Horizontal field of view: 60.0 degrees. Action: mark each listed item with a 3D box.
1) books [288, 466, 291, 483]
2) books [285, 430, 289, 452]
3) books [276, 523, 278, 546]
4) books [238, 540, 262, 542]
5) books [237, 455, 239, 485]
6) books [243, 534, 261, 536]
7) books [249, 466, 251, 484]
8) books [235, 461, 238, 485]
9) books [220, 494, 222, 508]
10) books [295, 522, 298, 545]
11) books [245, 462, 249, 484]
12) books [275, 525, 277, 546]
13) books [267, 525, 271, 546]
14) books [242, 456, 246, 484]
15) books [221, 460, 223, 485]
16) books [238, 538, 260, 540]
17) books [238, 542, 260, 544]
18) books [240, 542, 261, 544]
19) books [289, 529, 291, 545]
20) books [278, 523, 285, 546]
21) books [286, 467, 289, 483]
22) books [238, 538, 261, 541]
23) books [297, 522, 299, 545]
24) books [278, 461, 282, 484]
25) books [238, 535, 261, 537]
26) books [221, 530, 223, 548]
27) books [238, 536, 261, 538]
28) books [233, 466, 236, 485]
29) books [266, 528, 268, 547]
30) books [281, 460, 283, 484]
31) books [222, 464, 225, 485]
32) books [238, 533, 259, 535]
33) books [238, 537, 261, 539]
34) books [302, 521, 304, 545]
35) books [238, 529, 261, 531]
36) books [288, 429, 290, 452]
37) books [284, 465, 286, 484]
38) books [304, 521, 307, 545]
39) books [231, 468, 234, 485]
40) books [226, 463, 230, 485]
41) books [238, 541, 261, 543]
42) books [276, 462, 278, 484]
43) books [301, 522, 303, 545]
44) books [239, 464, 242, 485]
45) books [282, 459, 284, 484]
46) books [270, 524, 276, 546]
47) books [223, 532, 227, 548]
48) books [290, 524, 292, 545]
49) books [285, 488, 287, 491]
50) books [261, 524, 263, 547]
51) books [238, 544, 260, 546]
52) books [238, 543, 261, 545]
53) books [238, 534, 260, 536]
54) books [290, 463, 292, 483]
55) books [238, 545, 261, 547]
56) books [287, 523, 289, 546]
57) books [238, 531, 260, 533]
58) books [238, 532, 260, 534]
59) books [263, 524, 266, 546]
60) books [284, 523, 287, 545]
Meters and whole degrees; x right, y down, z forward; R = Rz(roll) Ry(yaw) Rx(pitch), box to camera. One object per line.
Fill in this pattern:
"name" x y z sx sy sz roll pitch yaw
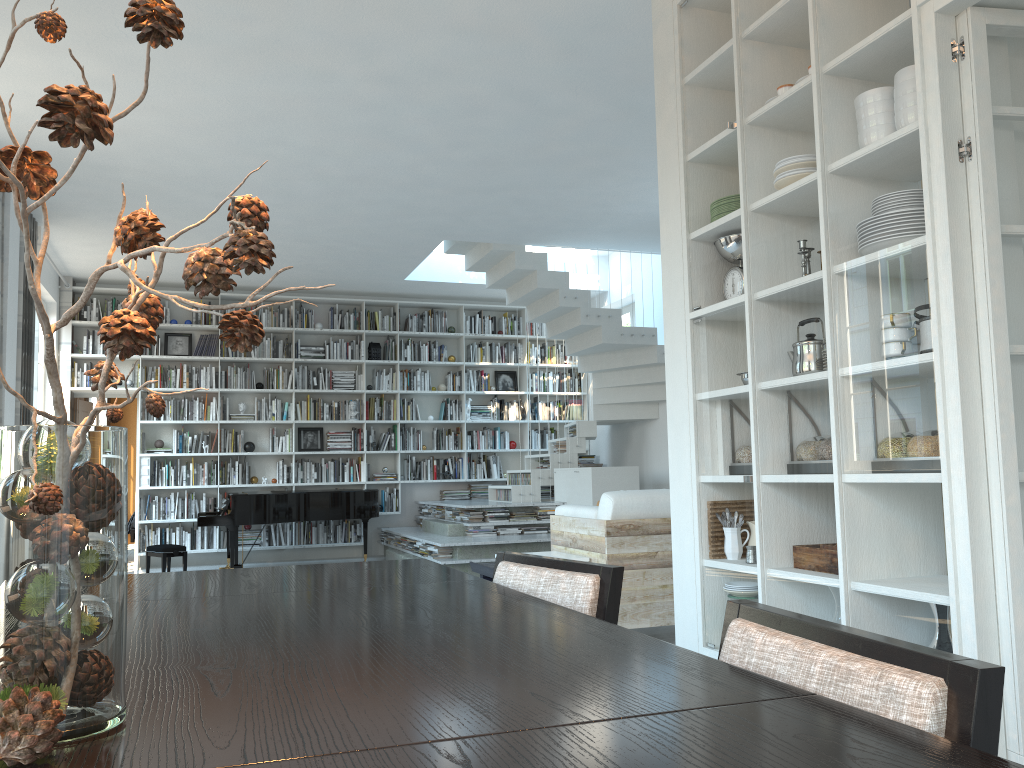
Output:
"books" -2.647 1.082 10.550 0.024 0.200 0.158 1 -6 -19
"books" -2.684 0.682 10.570 0.027 0.269 0.178 1 -6 -19
"books" -2.760 1.760 10.425 0.012 0.274 0.180 1 -6 -19
"books" -3.073 1.823 10.325 0.285 0.007 0.159 1 -6 -23
"books" -3.204 1.007 10.377 0.013 0.338 0.138 1 -6 -19
"books" -3.079 1.761 10.337 0.285 0.005 0.159 1 -6 -20
"books" -3.083 1.071 10.401 0.023 0.212 0.160 1 -6 -19
"books" -3.214 1.039 10.343 0.027 0.269 0.185 1 -6 -19
"books" -3.374 1.411 10.271 0.023 0.266 0.134 1 -6 -19
"books" -2.556 1.773 10.499 0.026 0.256 0.183 1 -6 -19
"books" -3.102 1.044 10.381 0.027 0.261 0.163 1 -6 -19
"books" -2.773 1.782 10.427 0.011 0.231 0.174 1 -6 -19
"books" -2.854 1.780 10.413 0.028 0.237 0.136 1 -6 -19
"books" -3.140 1.011 10.373 0.050 0.328 0.166 1 -6 -19
"books" -3.370 1.030 10.296 0.013 0.283 0.146 1 -6 -19
"books" -3.076 1.803 10.334 0.254 0.007 0.161 1 -6 -18
"books" -3.072 1.843 10.324 0.254 0.007 0.161 1 -6 -23
"books" -3.071 1.850 10.321 0.285 0.007 0.159 0 -6 -14
"books" -2.630 1.811 10.479 0.024 0.179 0.171 1 -6 -19
"books" -2.724 1.762 10.452 0.073 0.275 0.181 1 -6 -19
"books" -2.677 1.086 10.554 0.031 0.194 0.142 1 -6 -19
"books" -3.072 1.809 10.324 0.285 0.007 0.159 1 -6 -24
"books" -2.537 1.751 10.508 0.014 0.300 0.184 1 -6 -19
"books" -2.748 1.045 10.510 0.027 0.269 0.159 1 -6 -19
"books" -3.079 1.767 10.336 0.285 0.005 0.159 1 -6 -18
"books" -3.353 1.793 10.239 0.025 0.198 0.160 1 -6 -19
"books" -3.078 1.777 10.333 0.285 0.005 0.159 1 -6 -21
"books" -3.237 1.066 10.336 0.021 0.215 0.172 1 -6 -19
"books" -2.877 1.796 10.391 0.029 0.202 0.178 1 -6 -19
"books" -2.735 1.043 10.529 0.010 0.277 0.155 1 -6 -19
"books" -3.348 1.052 10.299 0.030 0.239 0.157 1 -6 -19
"books" -3.075 1.745 10.333 0.254 0.005 0.161 0 -6 -15
"books" -3.077 1.789 10.338 0.285 0.007 0.159 1 -6 -19
"books" -2.483 1.734 10.539 0.012 0.337 0.144 1 -6 -19
"books" -3.075 1.706 10.334 0.285 0.005 0.159 0 -6 -14
"books" -2.663 0.677 10.568 0.011 0.278 0.187 1 -6 -19
"books" -2.699 1.070 10.526 0.029 0.220 0.153 1 -6 -19
"books" -2.462 1.748 10.546 0.034 0.311 0.170 1 -6 -19
"books" -3.260 1.075 10.331 0.024 0.195 0.157 1 -6 -19
"books" -3.304 1.048 10.315 0.042 0.248 0.163 1 -6 -19
"books" -3.074 1.836 10.329 0.285 0.007 0.159 1 -6 -17
"books" -2.784 1.054 10.508 0.012 0.254 0.161 1 -6 -19
"books" -2.503 1.772 10.539 0.025 0.263 0.145 1 -6 -19
"books" -3.181 1.055 10.372 0.029 0.240 0.136 1 -6 -19
"books" -2.723 1.036 10.530 0.014 0.290 0.132 1 -6 -19
"books" -2.809 1.772 10.418 0.062 0.252 0.178 1 -6 -19
"books" -3.314 1.800 10.244 0.053 0.184 0.148 1 -6 -19
"books" -2.616 1.784 10.507 0.021 0.237 0.115 1 -6 -19
"books" -2.674 1.392 10.502 0.013 0.319 0.174 1 -6 -19
"books" -2.926 1.769 10.374 0.012 0.254 0.161 1 -6 -19
"books" -3.076 1.871 10.329 0.254 0.007 0.161 1 -6 -19
"books" -3.074 1.857 10.322 0.285 0.007 0.159 1 -6 -23
"books" -3.080 1.756 10.339 0.254 0.005 0.161 1 -6 -19
"books" -2.636 1.064 10.584 0.019 0.241 0.107 1 -6 -19
"books" -3.076 1.885 10.328 0.285 0.007 0.159 1 -6 -19
"books" -2.648 1.769 10.459 0.024 0.259 0.189 1 -6 -19
"books" -3.078 1.724 10.343 0.254 0.005 0.161 1 -6 -19
"books" -3.074 1.734 10.332 0.254 0.005 0.161 1 -6 -24
"books" -2.910 1.765 10.396 0.031 0.265 0.144 1 -6 -19
"books" -2.682 1.772 10.480 0.025 0.259 0.133 1 -6 -19
